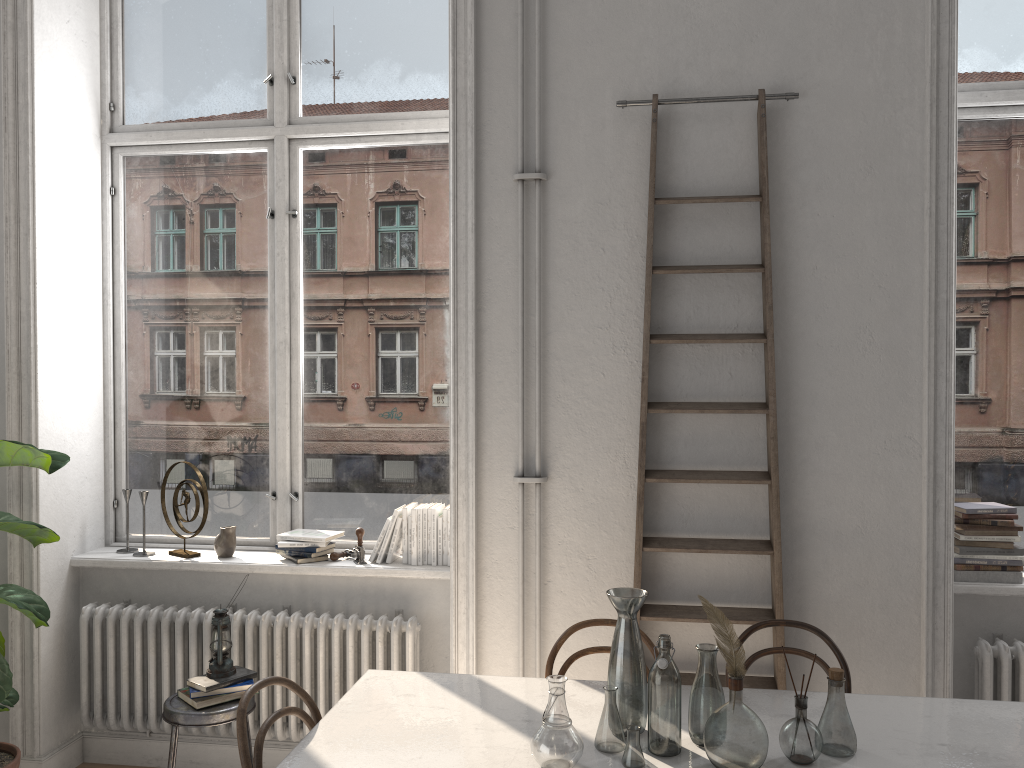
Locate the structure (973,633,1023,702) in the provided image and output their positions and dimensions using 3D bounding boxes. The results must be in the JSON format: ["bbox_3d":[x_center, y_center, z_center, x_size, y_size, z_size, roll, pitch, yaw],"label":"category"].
[{"bbox_3d":[2.493,1.239,3.279,1.577,0.552,0.194,0,1,9],"label":"structure"}]

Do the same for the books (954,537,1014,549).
[{"bbox_3d":[1.868,0.623,3.520,0.205,0.022,0.155,0,1,23],"label":"books"}]

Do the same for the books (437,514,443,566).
[{"bbox_3d":[-0.298,0.672,3.861,0.020,0.205,0.155,0,1,9],"label":"books"}]

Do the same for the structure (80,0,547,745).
[{"bbox_3d":[0.656,-0.515,3.448,5.182,4.474,0.340,0,1,9],"label":"structure"}]

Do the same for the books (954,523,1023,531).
[{"bbox_3d":[1.862,0.557,3.521,0.244,0.019,0.174,0,1,9],"label":"books"}]

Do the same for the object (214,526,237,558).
[{"bbox_3d":[-1.287,0.704,3.980,0.100,0.142,0.102,0,1,-17],"label":"object"}]

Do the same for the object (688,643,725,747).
[{"bbox_3d":[0.519,0.825,2.356,0.098,0.255,0.100,0,1,-15],"label":"object"}]

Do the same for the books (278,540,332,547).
[{"bbox_3d":[-0.915,0.698,3.926,0.205,0.020,0.155,0,1,-1],"label":"books"}]

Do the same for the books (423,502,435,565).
[{"bbox_3d":[-0.360,0.653,3.886,0.019,0.244,0.174,0,1,9],"label":"books"}]

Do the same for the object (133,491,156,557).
[{"bbox_3d":[-1.668,0.631,4.019,0.095,0.289,0.095,1,1,31],"label":"object"}]

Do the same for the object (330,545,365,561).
[{"bbox_3d":[-0.735,0.750,3.918,0.153,0.048,0.088,-1,1,-42],"label":"object"}]

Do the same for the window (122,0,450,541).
[{"bbox_3d":[-1.050,-0.695,4.114,1.622,2.843,0.013,0,1,9],"label":"window"}]

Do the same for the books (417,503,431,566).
[{"bbox_3d":[-0.382,0.653,3.872,0.019,0.244,0.174,0,1,9],"label":"books"}]

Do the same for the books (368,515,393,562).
[{"bbox_3d":[-0.561,0.676,3.904,0.105,0.194,0.155,0,1,8],"label":"books"}]

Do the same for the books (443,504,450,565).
[{"bbox_3d":[-0.272,0.653,3.877,0.024,0.243,0.175,0,1,9],"label":"books"}]

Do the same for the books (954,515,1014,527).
[{"bbox_3d":[1.854,0.536,3.521,0.231,0.023,0.162,0,1,24],"label":"books"}]

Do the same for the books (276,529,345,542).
[{"bbox_3d":[-0.893,0.673,3.942,0.244,0.019,0.174,0,1,19],"label":"books"}]

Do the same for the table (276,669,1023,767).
[{"bbox_3d":[0.529,1.343,2.247,2.200,0.780,1.100,0,1,9],"label":"table"}]

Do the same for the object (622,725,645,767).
[{"bbox_3d":[0.304,0.907,2.220,0.058,0.094,0.058,1,1,37],"label":"object"}]

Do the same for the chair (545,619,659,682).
[{"bbox_3d":[0.302,1.269,2.793,0.438,0.921,0.549,0,1,7],"label":"chair"}]

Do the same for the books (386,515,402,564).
[{"bbox_3d":[-0.498,0.673,3.891,0.072,0.203,0.155,0,1,9],"label":"books"}]

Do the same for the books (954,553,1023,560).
[{"bbox_3d":[1.864,0.669,3.525,0.255,0.014,0.192,0,1,12],"label":"books"}]

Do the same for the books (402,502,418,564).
[{"bbox_3d":[-0.448,0.653,3.904,0.024,0.243,0.175,0,1,9],"label":"books"}]

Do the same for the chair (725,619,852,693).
[{"bbox_3d":[0.881,1.268,2.786,0.438,0.921,0.549,0,1,16],"label":"chair"}]

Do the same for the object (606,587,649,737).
[{"bbox_3d":[0.315,0.760,2.426,0.116,0.383,0.116,0,1,20],"label":"object"}]

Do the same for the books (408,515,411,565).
[{"bbox_3d":[-0.425,0.672,3.880,0.020,0.205,0.155,0,1,9],"label":"books"}]

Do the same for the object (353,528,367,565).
[{"bbox_3d":[-0.659,0.699,3.849,0.048,0.153,0.088,0,1,-21],"label":"object"}]

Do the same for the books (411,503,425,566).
[{"bbox_3d":[-0.405,0.653,3.866,0.024,0.243,0.175,0,1,9],"label":"books"}]

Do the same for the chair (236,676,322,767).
[{"bbox_3d":[-0.440,1.274,2.368,0.549,0.921,0.438,0,1,17],"label":"chair"}]

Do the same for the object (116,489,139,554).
[{"bbox_3d":[-1.775,0.630,4.093,0.095,0.289,0.095,1,1,40],"label":"object"}]

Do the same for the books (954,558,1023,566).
[{"bbox_3d":[1.852,0.688,3.512,0.249,0.023,0.175,0,1,9],"label":"books"}]

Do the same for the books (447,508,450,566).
[{"bbox_3d":[-0.250,0.653,3.854,0.024,0.243,0.175,0,1,9],"label":"books"}]

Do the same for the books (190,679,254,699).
[{"bbox_3d":[-1.122,1.161,3.425,0.232,0.029,0.162,0,1,-21],"label":"books"}]

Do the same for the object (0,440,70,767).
[{"bbox_3d":[0.409,0.808,2.688,5.827,1.842,0.792,0,1,14],"label":"object"}]

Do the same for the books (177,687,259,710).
[{"bbox_3d":[-1.134,1.186,3.425,0.246,0.034,0.194,-1,1,-41],"label":"books"}]

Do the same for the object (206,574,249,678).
[{"bbox_3d":[-1.106,0.935,3.449,0.163,0.383,0.154,0,1,-18],"label":"object"}]

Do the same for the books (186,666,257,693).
[{"bbox_3d":[-1.120,1.138,3.425,0.147,0.027,0.221,0,1,41],"label":"books"}]

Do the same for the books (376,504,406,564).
[{"bbox_3d":[-0.523,0.656,3.893,0.100,0.235,0.174,0,1,9],"label":"books"}]

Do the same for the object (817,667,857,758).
[{"bbox_3d":[0.841,0.846,2.301,0.101,0.212,0.101,-1,1,-42],"label":"object"}]

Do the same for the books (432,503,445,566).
[{"bbox_3d":[-0.320,0.653,3.862,0.019,0.244,0.174,0,1,9],"label":"books"}]

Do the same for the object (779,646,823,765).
[{"bbox_3d":[0.731,0.812,2.241,0.107,0.283,0.106,0,1,4],"label":"object"}]

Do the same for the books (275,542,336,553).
[{"bbox_3d":[-0.916,0.719,3.938,0.221,0.023,0.147,0,1,24],"label":"books"}]

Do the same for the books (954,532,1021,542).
[{"bbox_3d":[1.872,0.600,3.525,0.222,0.024,0.158,0,1,9],"label":"books"}]

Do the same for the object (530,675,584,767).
[{"bbox_3d":[0.112,0.845,2.215,0.132,0.219,0.132,0,1,-2],"label":"object"}]

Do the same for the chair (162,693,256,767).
[{"bbox_3d":[-1.155,1.462,3.399,0.364,0.523,0.360,0,1,-18],"label":"chair"}]

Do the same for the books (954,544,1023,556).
[{"bbox_3d":[1.863,0.648,3.526,0.245,0.028,0.193,0,1,4],"label":"books"}]

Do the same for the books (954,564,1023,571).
[{"bbox_3d":[1.852,0.711,3.512,0.249,0.023,0.175,0,1,4],"label":"books"}]

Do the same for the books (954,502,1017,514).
[{"bbox_3d":[1.863,0.493,3.529,0.201,0.024,0.159,0,1,-1],"label":"books"}]

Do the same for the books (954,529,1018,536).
[{"bbox_3d":[1.868,0.578,3.519,0.205,0.022,0.155,0,1,4],"label":"books"}]

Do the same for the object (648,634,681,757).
[{"bbox_3d":[0.396,0.802,2.301,0.086,0.301,0.086,0,1,-6],"label":"object"}]

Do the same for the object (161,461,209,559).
[{"bbox_3d":[-1.477,0.563,4.009,0.347,0.425,0.087,1,1,41],"label":"object"}]

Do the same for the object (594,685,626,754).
[{"bbox_3d":[0.258,0.874,2.322,0.083,0.158,0.083,0,1,4],"label":"object"}]

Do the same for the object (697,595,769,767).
[{"bbox_3d":[0.552,0.731,2.187,0.157,0.446,0.157,0,1,27],"label":"object"}]

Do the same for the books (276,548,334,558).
[{"bbox_3d":[-0.918,0.741,3.940,0.205,0.022,0.155,0,1,29],"label":"books"}]

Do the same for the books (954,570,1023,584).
[{"bbox_3d":[1.851,0.744,3.514,0.248,0.043,0.192,0,1,9],"label":"books"}]

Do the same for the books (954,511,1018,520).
[{"bbox_3d":[1.867,0.514,3.519,0.205,0.020,0.155,0,1,9],"label":"books"}]

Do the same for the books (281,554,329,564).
[{"bbox_3d":[-0.923,0.764,3.945,0.147,0.023,0.221,0,1,-33],"label":"books"}]

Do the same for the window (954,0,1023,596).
[{"bbox_3d":[9.230,-5.072,5.510,14.385,15.938,26.394,0,1,9],"label":"window"}]

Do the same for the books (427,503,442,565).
[{"bbox_3d":[-0.338,0.653,3.887,0.024,0.243,0.175,0,1,9],"label":"books"}]
